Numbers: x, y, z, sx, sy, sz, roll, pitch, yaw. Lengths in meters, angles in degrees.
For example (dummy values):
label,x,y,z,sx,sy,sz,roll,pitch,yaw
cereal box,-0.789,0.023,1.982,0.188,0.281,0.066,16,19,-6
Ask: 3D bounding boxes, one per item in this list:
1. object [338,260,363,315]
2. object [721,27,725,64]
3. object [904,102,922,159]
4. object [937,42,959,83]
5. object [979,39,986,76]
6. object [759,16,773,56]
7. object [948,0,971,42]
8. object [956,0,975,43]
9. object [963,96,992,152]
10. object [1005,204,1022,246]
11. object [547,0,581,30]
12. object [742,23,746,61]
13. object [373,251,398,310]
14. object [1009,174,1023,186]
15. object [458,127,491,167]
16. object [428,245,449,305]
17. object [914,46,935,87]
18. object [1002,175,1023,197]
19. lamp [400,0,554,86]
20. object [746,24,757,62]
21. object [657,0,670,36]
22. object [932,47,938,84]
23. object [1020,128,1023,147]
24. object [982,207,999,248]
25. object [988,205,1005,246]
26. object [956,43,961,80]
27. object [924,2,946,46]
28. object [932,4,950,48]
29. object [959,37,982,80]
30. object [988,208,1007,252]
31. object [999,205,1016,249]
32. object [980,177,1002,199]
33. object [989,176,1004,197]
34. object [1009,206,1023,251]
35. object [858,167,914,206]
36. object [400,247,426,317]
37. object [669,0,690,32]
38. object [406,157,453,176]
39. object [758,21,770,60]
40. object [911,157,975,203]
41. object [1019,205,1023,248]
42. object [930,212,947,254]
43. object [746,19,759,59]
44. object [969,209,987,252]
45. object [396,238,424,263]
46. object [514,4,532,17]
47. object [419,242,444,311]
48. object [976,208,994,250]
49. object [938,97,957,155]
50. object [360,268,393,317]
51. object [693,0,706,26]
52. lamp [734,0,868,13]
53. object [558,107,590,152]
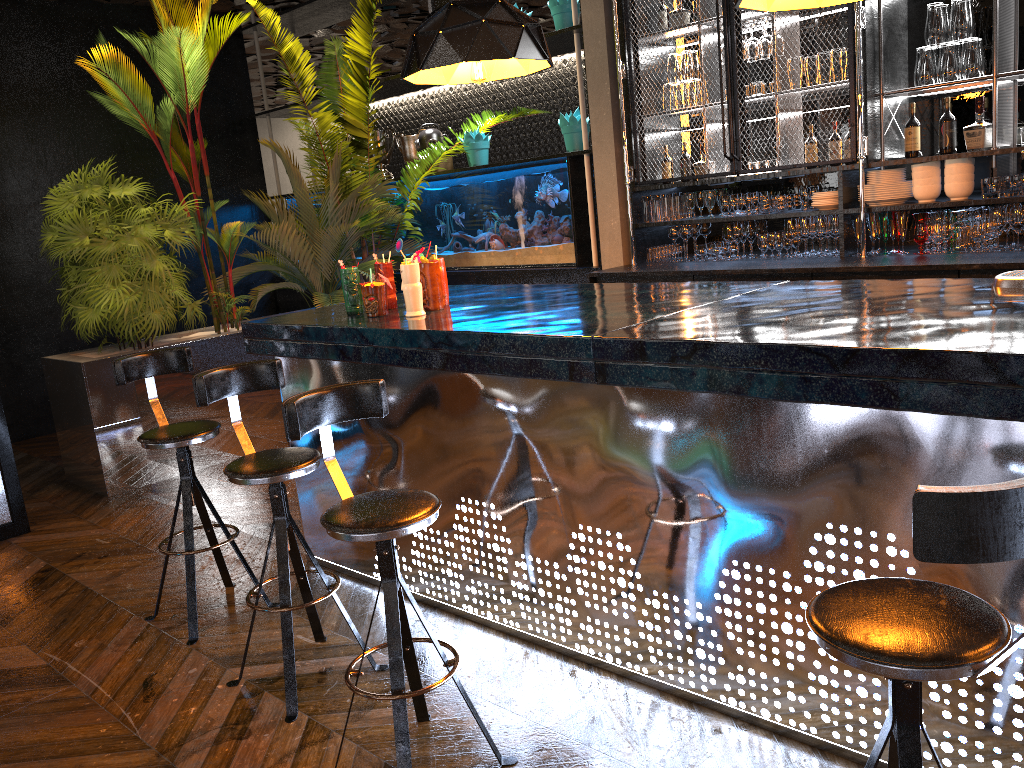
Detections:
label,x,y,z,sx,sy,sz,roll,pitch,yaw
object,-0.686,-0.414,3.775,0.084,0.237,0.086,-12,13,-25
object,1.317,-2.089,5.470,0.081,0.213,0.081,-15,15,-38
object,2.219,-1.403,4.909,0.086,0.299,0.086,-5,12,4
object,2.312,-1.700,4.704,0.105,0.209,0.105,-6,12,0
object,2.453,-1.714,4.702,0.105,0.209,0.105,-6,12,0
object,1.513,-2.070,5.281,0.081,0.213,0.081,-15,15,-38
object,2.335,-1.901,4.629,0.105,0.209,0.105,-6,12,0
object,2.395,-1.921,4.695,0.105,0.209,0.105,-6,12,0
object,2.457,-1.365,4.656,0.123,0.279,0.123,-13,14,-31
object,2.667,-0.846,4.712,0.084,0.216,0.084,-7,12,-6
object,0.380,-2.610,6.237,0.265,0.325,0.245,3,15,38
object,1.386,-2.083,5.404,0.081,0.213,0.081,-15,15,-38
object,-0.547,-0.446,3.836,0.078,0.246,0.084,5,16,42
object,2.617,-1.029,4.575,0.100,0.100,0.089,-7,12,-3
object,-0.287,-1.896,7.120,0.265,0.325,0.245,-4,12,9
object,-0.320,-0.459,3.763,0.091,0.254,0.080,-17,16,-42
object,2.226,-1.708,4.786,0.105,0.209,0.105,-6,12,0
object,2.533,-1.003,4.491,0.100,0.100,0.089,-8,12,-9
lamp,-0.210,-1.954,3.306,0.582,1.606,0.607,5,16,44
object,1.485,-2.113,5.503,0.081,0.213,0.081,-15,15,-38
object,0.994,-2.434,5.840,0.075,0.260,0.075,-5,12,4
object,2.299,-1.733,4.875,0.105,0.209,0.105,-6,12,0
object,2.612,-1.247,4.469,0.089,0.092,0.089,-2,12,16
object,2.544,-0.831,4.713,0.082,0.213,0.082,1,14,32
object,2.606,-0.850,4.773,0.082,0.213,0.082,2,14,35
object,2.381,-1.724,4.784,0.105,0.209,0.105,-6,12,0
object,2.245,-1.907,4.703,0.105,0.209,0.105,-6,12,0
object,2.318,-1.931,4.785,0.105,0.209,0.105,-6,12,0
object,2.386,-1.689,4.616,0.105,0.209,0.105,-6,12,0
object,2.479,-0.788,4.527,0.084,0.216,0.084,2,14,33
object,2.576,-0.816,4.615,0.084,0.216,0.084,-13,14,-32
object,2.435,-0.996,4.509,0.089,0.100,0.100,-16,15,-39
object,2.508,-1.021,4.593,0.100,0.100,0.089,-2,12,17
object,2.546,-0.781,4.460,0.084,0.216,0.084,-12,13,-29
object,2.100,-1.106,4.974,0.300,0.195,0.306,-17,16,-43
object,-0.387,-0.402,3.498,0.099,0.264,0.081,-11,13,-24
object,1.080,-2.405,5.706,0.108,0.244,0.108,2,14,33
object,-0.707,-1.868,7.644,0.320,0.135,0.250,5,16,44
object,1.547,-2.108,5.444,0.081,0.213,0.081,-15,15,-38
object,2.298,-1.089,4.734,0.309,0.216,0.149,5,16,42
object,2.639,-0.809,4.549,0.084,0.216,0.084,3,15,37
object,2.275,-0.807,4.732,0.082,0.213,0.082,-9,12,-15
object,1.448,-2.077,5.344,0.081,0.213,0.081,-15,15,-38
object,2.414,-0.793,4.593,0.082,0.213,0.082,-9,12,-15
object,-0.431,-0.483,3.827,0.105,0.298,0.116,-9,12,-14
object,0.034,-2.644,6.574,0.244,0.325,0.255,-10,12,-18
object,-0.338,-0.440,3.621,0.091,0.277,0.080,-9,12,-12
object,2.482,-0.812,4.652,0.082,0.213,0.082,0,13,26
object,2.335,-1.384,4.755,0.086,0.297,0.086,-8,12,-11
object,-0.554,-0.379,3.652,0.131,0.191,0.110,-13,14,-32
object,1.186,-2.409,5.621,0.075,0.261,0.075,-5,12,4
lamp,0.875,-1.912,2.423,0.582,1.564,0.607,5,16,44
object,0.462,-1.825,6.399,0.265,0.325,0.245,3,15,38
